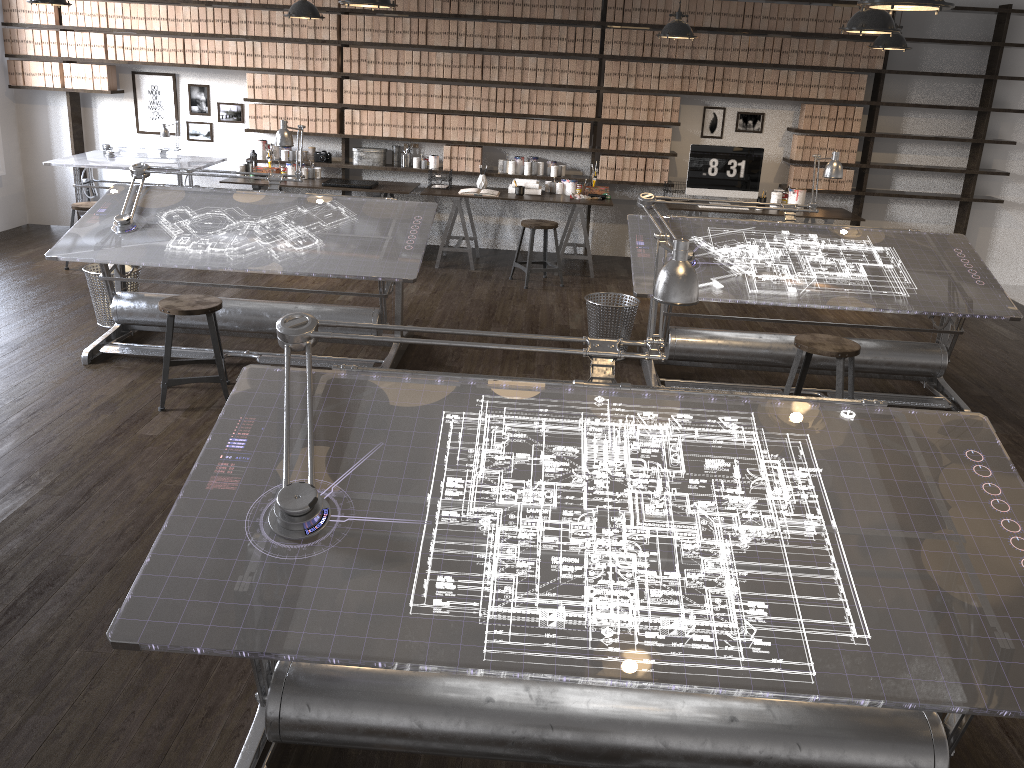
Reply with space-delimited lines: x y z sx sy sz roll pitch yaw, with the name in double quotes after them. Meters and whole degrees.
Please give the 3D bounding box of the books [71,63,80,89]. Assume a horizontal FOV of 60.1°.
-4.007 -2.854 8.215 0.067 0.222 0.177 4 18 2 "books"

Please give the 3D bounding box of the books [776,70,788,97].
2.397 -2.687 7.912 0.067 0.222 0.177 4 18 2 "books"

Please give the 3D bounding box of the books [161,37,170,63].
-3.136 -3.051 8.108 0.067 0.222 0.177 4 18 2 "books"

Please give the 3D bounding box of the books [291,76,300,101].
-1.970 -2.718 8.144 0.067 0.222 0.177 4 18 2 "books"

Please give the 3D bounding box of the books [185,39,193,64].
-2.922 -3.038 8.103 0.067 0.222 0.177 4 18 2 "books"

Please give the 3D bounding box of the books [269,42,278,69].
-2.151 -2.992 8.073 0.067 0.222 0.177 4 18 2 "books"

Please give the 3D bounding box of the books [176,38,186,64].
-2.997 -3.041 8.100 0.067 0.222 0.177 4 18 2 "books"

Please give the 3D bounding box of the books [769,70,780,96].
2.325 -2.691 7.914 0.067 0.222 0.177 4 18 2 "books"

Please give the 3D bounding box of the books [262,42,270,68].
-2.221 -2.998 8.077 0.067 0.222 0.177 4 18 2 "books"

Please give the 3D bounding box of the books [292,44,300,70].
-1.946 -2.979 8.065 0.067 0.222 0.177 4 18 2 "books"

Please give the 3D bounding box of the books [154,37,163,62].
-3.200 -3.054 8.106 0.067 0.222 0.177 4 18 2 "books"

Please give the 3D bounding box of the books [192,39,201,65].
-2.852 -3.031 8.096 0.067 0.222 0.177 4 18 2 "books"

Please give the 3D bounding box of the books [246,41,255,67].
-2.363 -3.005 8.075 0.067 0.222 0.177 4 18 2 "books"

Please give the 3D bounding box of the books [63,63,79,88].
-4.080 -2.858 8.216 0.067 0.222 0.177 4 18 2 "books"

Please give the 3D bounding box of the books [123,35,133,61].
-3.483 -3.074 8.120 0.067 0.222 0.177 4 18 2 "books"

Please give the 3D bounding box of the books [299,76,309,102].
-1.899 -2.715 8.146 0.067 0.222 0.177 4 18 2 "books"

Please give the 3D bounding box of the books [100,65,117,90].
-3.739 -2.837 8.208 0.067 0.222 0.177 4 18 2 "books"

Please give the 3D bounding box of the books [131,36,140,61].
-3.413 -3.070 8.120 0.067 0.222 0.177 4 18 2 "books"

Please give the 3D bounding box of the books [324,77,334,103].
-1.675 -2.699 8.136 0.067 0.222 0.177 4 18 2 "books"

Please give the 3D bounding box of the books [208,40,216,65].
-2.710 -3.023 8.095 0.067 0.222 0.177 4 18 2 "books"

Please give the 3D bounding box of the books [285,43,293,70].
-2.009 -2.982 8.066 0.067 0.222 0.177 4 18 2 "books"

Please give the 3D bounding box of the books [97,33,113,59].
-3.724 -3.095 8.121 0.067 0.222 0.177 4 18 2 "books"

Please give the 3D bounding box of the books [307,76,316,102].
-1.824 -2.708 8.139 0.067 0.222 0.177 4 18 2 "books"

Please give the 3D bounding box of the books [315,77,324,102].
-1.750 -2.705 8.141 0.067 0.222 0.177 4 18 2 "books"

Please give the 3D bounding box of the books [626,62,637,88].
1.072 -2.776 7.961 0.067 0.222 0.177 4 18 2 "books"

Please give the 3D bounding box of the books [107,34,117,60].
-3.635 -3.084 8.124 0.067 0.222 0.177 4 18 2 "books"

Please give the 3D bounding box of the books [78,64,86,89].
-3.945 -2.851 8.215 0.067 0.222 0.177 4 18 2 "books"

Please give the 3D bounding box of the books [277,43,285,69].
-2.081 -2.986 8.067 0.067 0.222 0.177 4 18 2 "books"

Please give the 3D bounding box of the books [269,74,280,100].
-2.179 -2.731 8.150 0.067 0.222 0.177 4 18 2 "books"

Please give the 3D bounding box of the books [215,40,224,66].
-2.643 -3.017 8.087 0.067 0.222 0.177 4 18 2 "books"

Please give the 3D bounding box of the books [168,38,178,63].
-3.071 -3.047 8.108 0.067 0.222 0.177 4 18 2 "books"

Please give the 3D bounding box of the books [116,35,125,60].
-3.553 -3.078 8.119 0.067 0.222 0.177 4 18 2 "books"

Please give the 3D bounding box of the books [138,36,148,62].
-3.344 -3.064 8.114 0.067 0.222 0.177 4 18 2 "books"

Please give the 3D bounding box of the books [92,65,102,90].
-3.808 -2.842 8.212 0.067 0.222 0.177 4 18 2 "books"

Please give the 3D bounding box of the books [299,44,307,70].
-1.880 -2.973 8.059 0.067 0.222 0.177 4 18 2 "books"

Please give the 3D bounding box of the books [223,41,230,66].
-2.576 -3.014 8.089 0.067 0.222 0.177 4 18 2 "books"

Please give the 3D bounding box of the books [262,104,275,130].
-2.258 -2.482 8.235 0.067 0.222 0.177 4 18 2 "books"

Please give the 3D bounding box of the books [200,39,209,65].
-2.781 -3.028 8.097 0.067 0.222 0.177 4 18 2 "books"

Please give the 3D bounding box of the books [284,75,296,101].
-2.041 -2.724 8.151 0.067 0.222 0.177 4 18 2 "books"

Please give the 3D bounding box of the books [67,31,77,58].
-4.000 -3.115 8.134 0.067 0.222 0.177 4 18 2 "books"

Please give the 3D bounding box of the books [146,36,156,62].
-3.272 -3.059 8.108 0.067 0.222 0.177 4 18 2 "books"

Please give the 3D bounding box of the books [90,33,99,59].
-3.787 -3.101 8.128 0.067 0.222 0.177 4 18 2 "books"

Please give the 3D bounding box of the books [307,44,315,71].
-1.812 -2.970 8.062 0.067 0.222 0.177 4 18 2 "books"

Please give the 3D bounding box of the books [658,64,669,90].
1.353 -2.757 7.951 0.067 0.222 0.177 4 18 2 "books"

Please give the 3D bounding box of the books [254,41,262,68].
-2.291 -3.001 8.076 0.067 0.222 0.177 4 18 2 "books"

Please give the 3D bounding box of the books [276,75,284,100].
-2.111 -2.729 8.153 0.067 0.222 0.177 4 18 2 "books"

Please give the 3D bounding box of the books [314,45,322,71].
-1.742 -2.965 8.060 0.067 0.222 0.177 4 18 2 "books"

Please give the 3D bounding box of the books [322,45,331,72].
-1.671 -2.959 8.053 0.067 0.222 0.177 4 18 2 "books"

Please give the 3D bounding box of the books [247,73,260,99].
-2.380 -2.745 8.158 0.067 0.222 0.177 4 18 2 "books"

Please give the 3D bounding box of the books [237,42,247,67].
-2.442 -3.004 8.081 0.067 0.222 0.177 4 18 2 "books"

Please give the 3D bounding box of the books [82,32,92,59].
-3.861 -3.106 8.131 0.067 0.222 0.177 4 18 2 "books"

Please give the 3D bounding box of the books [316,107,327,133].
-1.769 -2.450 8.219 0.067 0.222 0.177 4 18 2 "books"

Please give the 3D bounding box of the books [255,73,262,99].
-2.308 -2.741 8.157 0.067 0.222 0.177 4 18 2 "books"

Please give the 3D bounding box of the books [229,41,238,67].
-2.514 -3.009 8.085 0.067 0.222 0.177 4 18 2 "books"

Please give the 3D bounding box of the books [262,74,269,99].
-2.245 -2.737 8.157 0.067 0.222 0.177 4 18 2 "books"

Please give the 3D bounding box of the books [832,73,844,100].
2.881 -2.654 7.896 0.067 0.222 0.177 4 18 2 "books"

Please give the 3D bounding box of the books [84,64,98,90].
-3.878 -2.844 8.208 0.067 0.222 0.177 4 18 2 "books"
